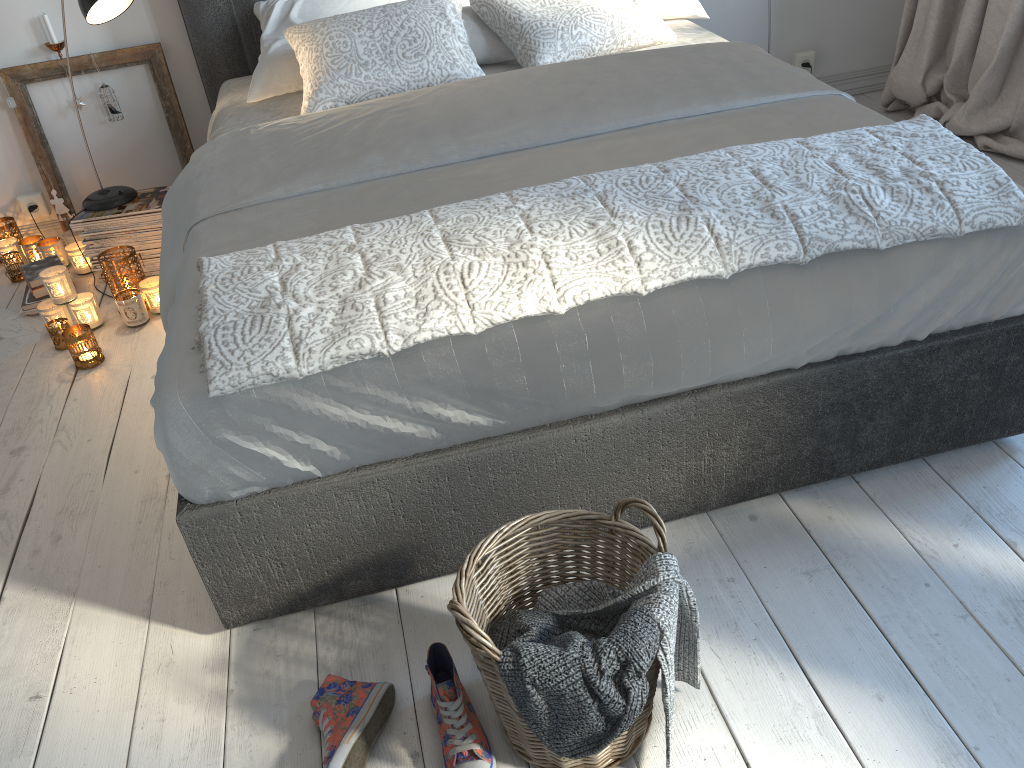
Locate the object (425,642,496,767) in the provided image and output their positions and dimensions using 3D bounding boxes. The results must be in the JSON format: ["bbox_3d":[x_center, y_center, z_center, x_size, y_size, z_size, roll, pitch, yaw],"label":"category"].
[{"bbox_3d":[-0.082,0.521,1.380,0.083,0.123,0.220,-13,35,-7],"label":"object"}]

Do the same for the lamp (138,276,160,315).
[{"bbox_3d":[-1.099,-0.273,2.747,0.080,0.099,0.080,8,37,21],"label":"lamp"}]

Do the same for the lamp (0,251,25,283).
[{"bbox_3d":[-1.720,-0.403,3.065,0.063,0.092,0.072,7,37,20],"label":"lamp"}]

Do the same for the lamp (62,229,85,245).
[{"bbox_3d":[-1.539,-0.494,3.154,0.080,0.099,0.080,16,41,30],"label":"lamp"}]

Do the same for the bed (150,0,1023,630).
[{"bbox_3d":[-0.006,-0.687,2.280,1.887,1.055,2.159,-13,35,-7],"label":"bed"}]

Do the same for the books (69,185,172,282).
[{"bbox_3d":[-1.258,-0.518,3.014,0.346,0.234,0.243,-8,35,0],"label":"books"}]

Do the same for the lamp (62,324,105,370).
[{"bbox_3d":[-1.220,-0.106,2.523,0.080,0.107,0.080,-27,39,-26],"label":"lamp"}]

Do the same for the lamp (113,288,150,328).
[{"bbox_3d":[-1.152,-0.229,2.694,0.080,0.099,0.080,8,37,21],"label":"lamp"}]

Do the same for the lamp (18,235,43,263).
[{"bbox_3d":[-1.686,-0.465,3.142,0.080,0.099,0.080,-31,41,-30],"label":"lamp"}]

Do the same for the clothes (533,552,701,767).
[{"bbox_3d":[0.118,0.397,1.331,0.283,0.291,0.233,11,39,25],"label":"clothes"}]

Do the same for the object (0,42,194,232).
[{"bbox_3d":[-1.413,-0.833,3.144,0.528,0.636,0.082,-12,35,-7],"label":"object"}]

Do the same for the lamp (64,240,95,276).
[{"bbox_3d":[-1.481,-0.432,3.053,0.080,0.099,0.080,-31,41,-30],"label":"lamp"}]

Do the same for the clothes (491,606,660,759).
[{"bbox_3d":[0.095,0.411,1.290,0.245,0.272,0.295,-12,35,-6],"label":"clothes"}]

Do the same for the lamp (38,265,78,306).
[{"bbox_3d":[-1.353,-0.293,2.651,0.080,0.099,0.080,14,40,28],"label":"lamp"}]

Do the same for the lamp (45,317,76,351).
[{"bbox_3d":[-1.335,-0.147,2.629,0.067,0.079,0.069,13,40,27],"label":"lamp"}]

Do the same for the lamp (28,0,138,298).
[{"bbox_3d":[-1.388,-0.781,2.795,0.826,0.944,0.446,-2,35,8],"label":"lamp"}]

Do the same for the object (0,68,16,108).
[{"bbox_3d":[-1.699,-0.991,2.974,0.024,0.128,0.023,-22,37,-20],"label":"object"}]

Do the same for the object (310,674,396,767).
[{"bbox_3d":[-0.283,0.554,1.403,0.120,0.084,0.220,4,36,17],"label":"object"}]

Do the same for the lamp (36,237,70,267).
[{"bbox_3d":[-1.605,-0.454,3.110,0.080,0.099,0.080,-31,41,-30],"label":"lamp"}]

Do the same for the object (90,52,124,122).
[{"bbox_3d":[-1.392,-1.019,3.037,0.062,0.230,0.062,1,36,13],"label":"object"}]

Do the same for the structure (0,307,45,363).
[{"bbox_3d":[-2.275,-1.199,2.023,1.245,2.860,0.795,15,41,29],"label":"structure"}]

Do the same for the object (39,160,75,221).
[{"bbox_3d":[-1.625,-0.692,3.155,0.062,0.222,0.028,-15,35,-11],"label":"object"}]

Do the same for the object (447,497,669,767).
[{"bbox_3d":[0.084,0.384,1.339,0.319,0.354,0.317,6,37,19],"label":"object"}]

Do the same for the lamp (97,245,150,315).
[{"bbox_3d":[-1.195,-0.322,2.757,0.116,0.190,0.121,13,40,28],"label":"lamp"}]

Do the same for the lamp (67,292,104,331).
[{"bbox_3d":[-1.300,-0.219,2.709,0.080,0.099,0.080,8,37,21],"label":"lamp"}]

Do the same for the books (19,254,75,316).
[{"bbox_3d":[-1.524,-0.328,2.913,0.175,0.096,0.260,-16,35,-11],"label":"books"}]

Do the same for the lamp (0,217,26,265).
[{"bbox_3d":[-1.827,-0.519,3.210,0.107,0.142,0.107,-30,40,-29],"label":"lamp"}]

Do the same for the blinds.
[{"bbox_3d":[1.473,-1.958,2.397,0.224,2.670,0.824,-13,35,-7],"label":"blinds"}]

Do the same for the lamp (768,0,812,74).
[{"bbox_3d":[0.924,-1.296,3.081,0.798,0.944,0.447,-23,38,-21],"label":"lamp"}]

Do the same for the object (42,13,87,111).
[{"bbox_3d":[-1.510,-1.081,2.983,0.067,0.323,0.067,18,42,32],"label":"object"}]

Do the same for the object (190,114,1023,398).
[{"bbox_3d":[0.168,-0.270,1.574,1.459,0.105,0.401,-13,35,-7],"label":"object"}]

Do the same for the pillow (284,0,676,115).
[{"bbox_3d":[-0.082,-1.012,2.567,1.145,0.227,0.412,-17,35,-13],"label":"pillow"}]

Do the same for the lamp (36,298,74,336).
[{"bbox_3d":[-1.388,-0.203,2.703,0.080,0.099,0.080,8,37,21],"label":"lamp"}]

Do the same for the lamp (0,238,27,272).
[{"bbox_3d":[-1.776,-0.457,3.148,0.080,0.099,0.080,-31,41,-30],"label":"lamp"}]
